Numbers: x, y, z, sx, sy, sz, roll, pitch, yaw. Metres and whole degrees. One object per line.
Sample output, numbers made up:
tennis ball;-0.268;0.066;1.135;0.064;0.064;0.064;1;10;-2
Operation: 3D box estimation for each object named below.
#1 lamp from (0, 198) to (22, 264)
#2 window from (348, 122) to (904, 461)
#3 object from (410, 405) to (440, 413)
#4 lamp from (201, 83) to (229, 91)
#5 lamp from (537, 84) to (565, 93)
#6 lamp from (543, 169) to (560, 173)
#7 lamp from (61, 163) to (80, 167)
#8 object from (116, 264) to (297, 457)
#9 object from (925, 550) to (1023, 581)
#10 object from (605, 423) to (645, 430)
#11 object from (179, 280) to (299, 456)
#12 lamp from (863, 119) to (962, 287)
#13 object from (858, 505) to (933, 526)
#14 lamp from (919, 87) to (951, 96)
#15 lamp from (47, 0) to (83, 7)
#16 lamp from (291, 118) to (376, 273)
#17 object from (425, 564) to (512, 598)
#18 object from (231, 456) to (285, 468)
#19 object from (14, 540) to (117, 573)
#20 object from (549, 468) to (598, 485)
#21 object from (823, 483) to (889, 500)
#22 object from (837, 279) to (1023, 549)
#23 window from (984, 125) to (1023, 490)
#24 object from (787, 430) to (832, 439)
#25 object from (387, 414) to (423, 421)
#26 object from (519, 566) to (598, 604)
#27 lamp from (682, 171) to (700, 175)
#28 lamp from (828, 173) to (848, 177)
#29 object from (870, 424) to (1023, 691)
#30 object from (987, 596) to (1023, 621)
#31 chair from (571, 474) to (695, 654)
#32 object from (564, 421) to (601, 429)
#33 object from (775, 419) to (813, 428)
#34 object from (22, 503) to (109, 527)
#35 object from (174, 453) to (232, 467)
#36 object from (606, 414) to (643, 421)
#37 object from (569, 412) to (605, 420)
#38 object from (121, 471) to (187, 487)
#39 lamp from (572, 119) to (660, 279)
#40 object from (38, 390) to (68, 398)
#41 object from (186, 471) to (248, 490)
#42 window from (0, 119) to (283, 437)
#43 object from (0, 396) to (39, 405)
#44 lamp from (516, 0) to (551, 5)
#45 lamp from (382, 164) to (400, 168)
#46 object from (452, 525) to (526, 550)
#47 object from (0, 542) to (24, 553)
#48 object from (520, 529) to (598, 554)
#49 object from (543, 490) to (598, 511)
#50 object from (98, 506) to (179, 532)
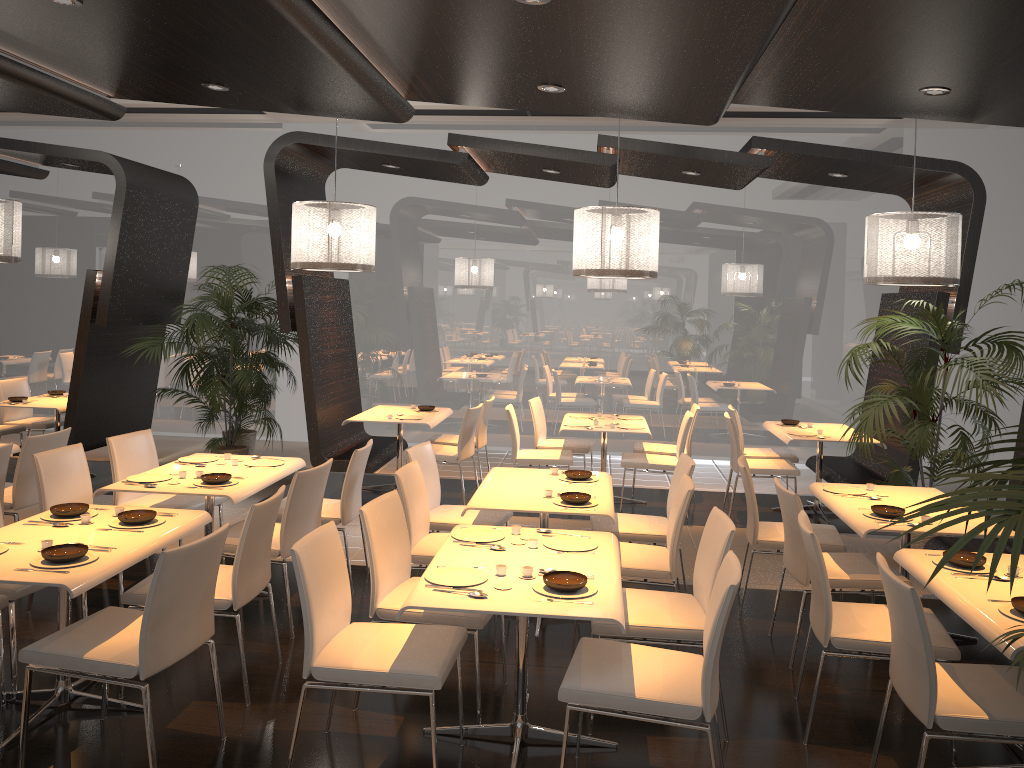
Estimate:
lamp;-4.226;-1.933;7.000;0.626;1.928;0.628;1;1;-22
window;1.205;-1.132;10.246;6.580;3.976;0.070;2;1;6
object;-0.848;0.233;8.508;0.303;0.044;0.366;2;5;5
lamp;-1.768;-1.785;5.269;0.160;0.050;0.161;2;5;0
lamp;0.226;-1.711;5.071;0.161;0.050;0.162;3;5;11
lamp;0.359;-1.952;8.050;0.161;0.056;0.162;2;5;0
lamp;-4.247;-2.124;8.508;0.161;0.056;0.162;2;5;0
object;-2.657;-0.079;8.253;1.561;2.057;1.509;2;2;-1
object;1.942;0.752;3.714;0.303;0.044;0.366;2;5;5
object;0.986;0.358;7.751;0.334;0.038;0.378;1;5;-5
object;-2.769;-0.183;9.353;1.504;2.057;1.565;0;3;-33
lamp;2.871;-1.668;6.295;0.628;1.928;0.626;3;1;38
object;1.988;0.674;4.581;0.303;0.044;0.366;2;5;5
lamp;2.326;-1.624;4.863;0.161;0.050;0.162;3;5;11
lamp;-1.917;-1.652;3.766;0.161;0.050;0.162;3;5;11
lamp;-1.334;-1.825;6.713;0.627;1.928;0.627;2;1;34
object;-0.166;0.730;3.338;0.335;0.038;0.378;2;5;0
object;-1.608;0.481;5.606;0.334;0.038;0.378;1;5;-5
object;-1.781;0.667;3.496;0.303;0.044;0.366;2;5;5
object;0.376;0.554;5.392;0.303;0.044;0.366;2;5;5
object;2.017;0.622;5.183;0.335;0.038;0.378;2;5;0
object;3.127;0.258;6.369;1.506;2.057;1.564;2;3;19
window;4.650;-0.646;6.014;0.070;3.969;6.602;2;4;6
object;2.537;0.421;7.542;0.335;0.038;0.378;2;5;0
object;-0.965;0.285;7.943;0.334;0.038;0.378;1;5;-5
object;0.170;0.738;3.319;0.303;0.044;0.366;2;5;5
lamp;1.608;-1.905;7.926;0.161;0.056;0.162;2;5;0
lamp;2.877;-1.858;7.800;0.161;0.056;0.162;2;5;0
object;1.888;0.618;2.065;1.504;2.057;1.565;0;3;-39
object;1.893;0.806;3.109;0.303;0.044;0.366;2;5;5
chair;0.646;0.934;4.692;0.605;0.868;0.485;2;2;8
object;0.617;0.351;7.715;0.335;0.038;0.378;2;5;0
object;2.604;0.363;8.156;0.303;0.044;0.366;2;5;5
object;-2.050;0.602;4.124;0.303;0.044;0.366;2;5;5
object;-1.953;0.473;5.589;0.335;0.038;0.378;2;5;0
object;1.062;0.304;8.362;0.334;0.038;0.378;1;5;-5
object;0.707;0.298;8.317;0.335;0.038;0.378;2;5;0
object;-2.014;0.528;4.978;0.335;0.038;0.378;2;5;0
lamp;0.785;-1.746;6.502;0.627;1.928;0.627;2;1;34
object;-4.544;0.097;8.853;0.303;0.044;0.366;2;5;0
object;-1.687;0.533;4.989;0.303;0.044;0.366;2;5;5
window;-5.957;-1.399;10.958;6.580;3.976;0.070;2;1;6
object;-4.598;0.151;8.249;0.303;0.044;0.366;2;5;5
lamp;0.077;-1.577;3.568;0.161;0.050;0.162;3;5;11
lamp;-1.121;-2.035;8.197;0.160;0.054;0.161;3;5;11
object;-0.106;0.676;3.949;0.335;0.038;0.378;2;5;0
object;-2.124;0.656;3.508;0.303;0.044;0.366;2;5;5
object;0.207;0.686;3.935;0.334;0.038;0.378;1;5;-5
object;0.311;0.611;4.746;0.303;0.044;0.366;2;5;5
object;-1.749;0.613;4.089;0.303;0.044;0.366;2;5;5
